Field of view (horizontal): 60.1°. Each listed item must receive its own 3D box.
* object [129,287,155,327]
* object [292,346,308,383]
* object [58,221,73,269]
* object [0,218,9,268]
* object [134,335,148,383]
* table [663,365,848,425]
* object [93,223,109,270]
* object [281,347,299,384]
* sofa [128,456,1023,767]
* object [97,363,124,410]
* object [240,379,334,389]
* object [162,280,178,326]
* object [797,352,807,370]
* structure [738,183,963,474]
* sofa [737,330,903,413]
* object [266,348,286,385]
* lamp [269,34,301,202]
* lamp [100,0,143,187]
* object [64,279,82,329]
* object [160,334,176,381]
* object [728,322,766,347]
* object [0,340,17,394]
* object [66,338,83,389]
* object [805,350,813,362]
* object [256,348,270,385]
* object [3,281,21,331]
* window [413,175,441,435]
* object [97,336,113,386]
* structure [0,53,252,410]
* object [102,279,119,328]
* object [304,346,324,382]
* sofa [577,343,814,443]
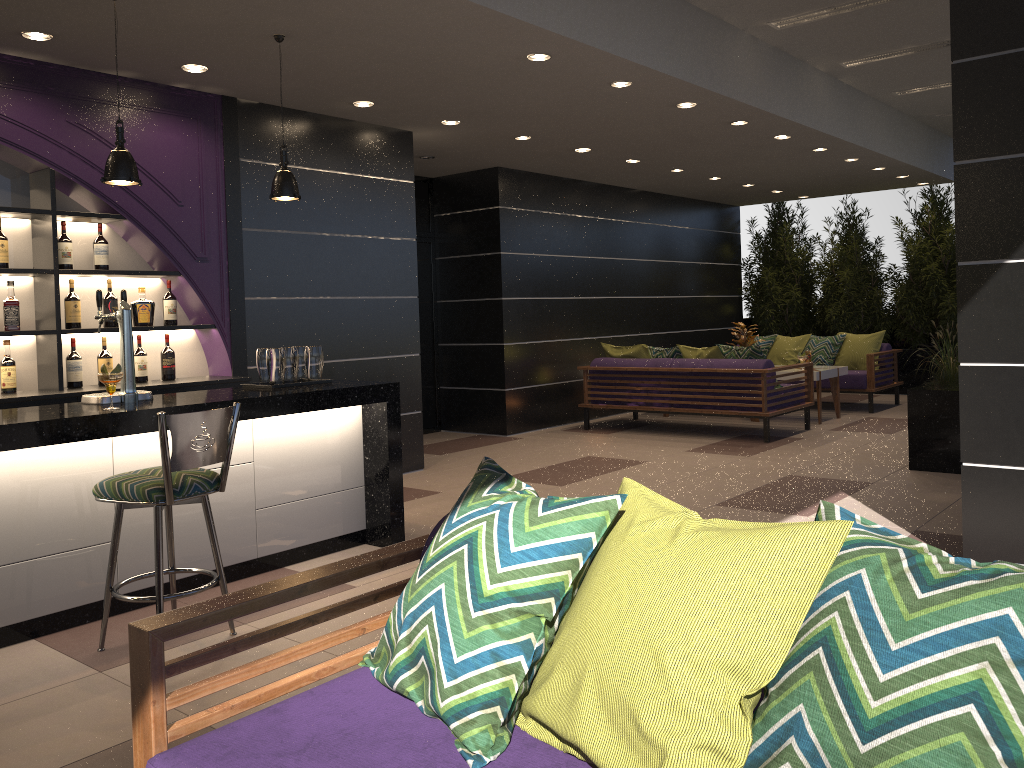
[{"bbox_3d":[-2.307,-0.480,5.527,0.151,0.247,0.094,-3,2,-31],"label":"object"},{"bbox_3d":[-1.196,-0.109,5.008,0.105,0.209,0.105,0,2,45],"label":"object"},{"bbox_3d":[-2.642,-0.814,5.223,0.086,0.298,0.086,-2,1,-1],"label":"object"},{"bbox_3d":[-2.864,-0.783,4.944,0.086,0.298,0.086,-2,1,-1],"label":"object"},{"bbox_3d":[-2.325,-0.158,5.531,0.086,0.298,0.086,-2,1,-1],"label":"object"},{"bbox_3d":[2.673,0.089,10.165,2.037,0.553,0.943,2,5,40],"label":"table"},{"bbox_3d":[-2.501,-0.830,5.383,0.086,0.297,0.086,-2,1,-1],"label":"object"},{"bbox_3d":[-1.225,-0.098,4.875,0.105,0.209,0.105,0,2,45],"label":"object"},{"bbox_3d":[0.411,0.663,1.448,2.126,0.918,1.121,1,4,40],"label":"sofa"},{"bbox_3d":[-1.720,0.009,3.795,0.106,0.197,0.106,-3,2,-22],"label":"object"},{"bbox_3d":[-1.240,-0.004,4.897,0.273,0.018,0.438,2,6,40],"label":"object"},{"bbox_3d":[-2.200,-0.521,5.688,0.086,0.298,0.086,-2,1,-1],"label":"object"},{"bbox_3d":[3.107,-0.246,9.469,0.106,0.197,0.106,-3,2,-22],"label":"object"},{"bbox_3d":[-1.065,-0.467,2.380,7.817,3.117,24.779,1,6,40],"label":"structure"},{"bbox_3d":[3.593,-0.192,11.043,2.126,0.918,1.121,1,4,40],"label":"sofa"},{"bbox_3d":[-1.265,-0.087,4.751,0.105,0.209,0.105,0,2,45],"label":"object"},{"bbox_3d":[-1.217,-1.410,4.690,0.163,0.863,0.163,-2,1,-8],"label":"lamp"},{"bbox_3d":[-1.784,-1.338,4.009,0.163,0.863,0.163,-2,1,-8],"label":"lamp"},{"bbox_3d":[-2.579,-0.468,5.192,0.086,0.298,0.086,-2,1,-1],"label":"object"},{"bbox_3d":[-2.201,-0.172,5.661,0.086,0.298,0.086,-2,1,-1],"label":"object"},{"bbox_3d":[2.659,-0.449,10.154,0.425,0.526,0.430,-3,3,-33],"label":"object"},{"bbox_3d":[-2.837,-0.098,4.978,0.080,0.299,0.080,-1,2,42],"label":"object"},{"bbox_3d":[-2.581,-0.124,5.216,0.086,0.297,0.086,-2,1,-1],"label":"object"},{"bbox_3d":[3.355,-0.292,9.998,0.067,0.189,0.084,-3,2,-25],"label":"object"},{"bbox_3d":[-1.340,-0.091,4.830,0.105,0.209,0.105,0,2,45],"label":"object"},{"bbox_3d":[-2.813,-0.438,4.972,0.083,0.281,0.083,-3,1,-30],"label":"object"},{"bbox_3d":[-4.259,-0.384,4.996,1.941,2.755,11.570,0,4,40],"label":"window"},{"bbox_3d":[-2.453,-0.137,5.335,0.086,0.298,0.086,-2,1,-1],"label":"object"},{"bbox_3d":[-3.312,-0.354,4.207,0.530,2.757,4.640,-1,3,40],"label":"structure"},{"bbox_3d":[-2.436,-0.488,5.367,0.086,0.297,0.086,-2,1,-1],"label":"object"},{"bbox_3d":[-1.103,-0.107,4.939,0.105,0.209,0.105,0,2,45],"label":"object"},{"bbox_3d":[1.871,0.014,9.139,2.126,0.918,1.121,1,4,40],"label":"sofa"}]
